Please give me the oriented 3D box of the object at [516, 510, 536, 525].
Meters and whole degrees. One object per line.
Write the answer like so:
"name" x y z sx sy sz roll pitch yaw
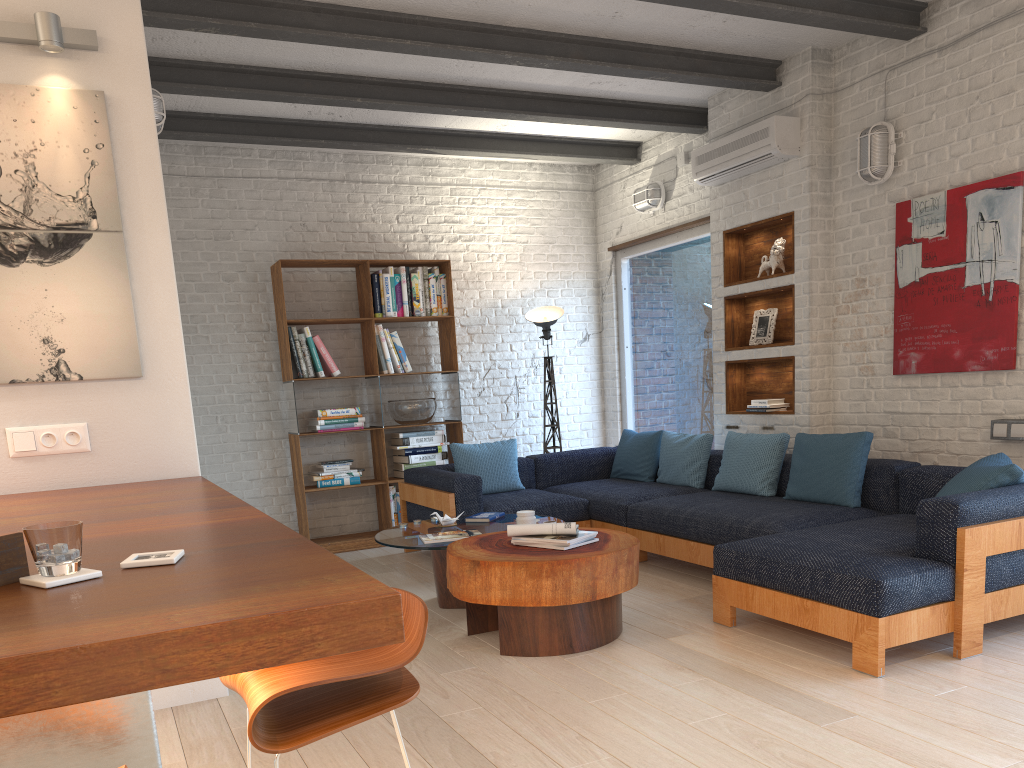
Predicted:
"object" 0.077 0.743 4.715 0.108 0.110 0.106 -4 5 -9

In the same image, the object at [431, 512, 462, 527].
"object" -0.377 0.780 5.106 0.186 0.093 0.191 -4 2 0

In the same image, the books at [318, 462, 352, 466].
"books" -1.393 0.622 6.839 0.241 0.008 0.154 -4 0 -25

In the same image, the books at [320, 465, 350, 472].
"books" -1.392 0.662 6.846 0.204 0.034 0.131 -4 1 -25

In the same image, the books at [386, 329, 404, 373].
"books" -0.967 -0.252 6.902 0.123 0.356 0.268 -8 8 -26

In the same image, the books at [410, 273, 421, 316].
"books" -0.801 -0.687 6.888 0.055 0.337 0.251 -8 8 -26

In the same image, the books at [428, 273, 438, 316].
"books" -0.669 -0.695 6.959 0.055 0.337 0.251 -8 8 -26

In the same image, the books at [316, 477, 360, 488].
"books" -1.370 0.762 6.847 0.325 0.056 0.251 -4 0 -15

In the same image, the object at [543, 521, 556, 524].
"object" 0.185 0.727 4.435 0.145 0.057 0.174 -5 1 -36

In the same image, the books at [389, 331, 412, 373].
"books" -0.917 -0.246 6.911 0.157 0.336 0.251 -8 8 -25

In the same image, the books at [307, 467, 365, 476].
"books" -1.378 0.688 6.830 0.376 0.018 0.242 -4 0 -32

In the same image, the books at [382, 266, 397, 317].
"books" -0.968 -0.704 6.819 0.036 0.392 0.240 -8 9 -26

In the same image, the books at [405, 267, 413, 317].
"books" -0.851 -0.712 6.877 0.036 0.392 0.240 -8 9 -26

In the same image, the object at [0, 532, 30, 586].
"object" -0.912 0.302 1.489 0.115 0.084 0.092 -2 5 20

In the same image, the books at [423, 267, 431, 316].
"books" -0.715 -0.720 6.940 0.036 0.392 0.240 -8 9 -26

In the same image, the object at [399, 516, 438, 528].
"object" -0.561 0.824 5.216 0.068 0.028 0.297 -2 1 43

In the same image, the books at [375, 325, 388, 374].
"books" -1.071 -0.263 6.857 0.100 0.392 0.240 -8 9 -26

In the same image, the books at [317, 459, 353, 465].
"books" -1.386 0.608 6.826 0.250 0.017 0.161 -4 0 -25

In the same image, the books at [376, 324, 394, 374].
"books" -1.027 -0.265 6.851 0.102 0.392 0.240 -8 9 -26

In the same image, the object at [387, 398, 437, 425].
"object" -0.803 0.225 7.056 0.404 0.206 0.393 -3 2 16

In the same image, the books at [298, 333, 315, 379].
"books" -1.591 -0.207 6.635 0.101 0.341 0.251 -8 8 -26

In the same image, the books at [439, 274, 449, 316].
"books" -0.592 -0.700 7.019 0.055 0.337 0.251 -8 8 -26

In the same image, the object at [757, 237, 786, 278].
"object" 1.720 -0.830 5.754 0.112 0.248 0.212 -6 6 -18

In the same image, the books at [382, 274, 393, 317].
"books" -1.006 -0.674 6.801 0.055 0.337 0.251 -8 8 -26

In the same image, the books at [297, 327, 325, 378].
"books" -1.529 -0.235 6.626 0.120 0.390 0.240 -8 9 -25

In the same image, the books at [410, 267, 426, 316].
"books" -0.754 -0.718 6.937 0.036 0.392 0.240 -8 9 -26

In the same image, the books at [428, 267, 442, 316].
"books" -0.631 -0.725 6.979 0.036 0.392 0.240 -8 9 -26

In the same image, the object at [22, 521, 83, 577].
"object" -0.768 0.280 1.471 0.091 0.086 0.089 -4 5 -10

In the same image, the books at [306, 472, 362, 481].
"books" -1.395 0.716 6.838 0.377 0.037 0.242 -4 0 -25

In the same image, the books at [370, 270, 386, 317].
"books" -1.050 -0.685 6.798 0.020 0.367 0.268 -8 8 -26

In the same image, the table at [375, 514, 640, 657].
"table" -0.094 1.001 4.606 1.070 0.455 1.810 -4 1 -20

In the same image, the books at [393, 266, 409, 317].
"books" -0.880 -0.710 6.853 0.036 0.392 0.240 -8 9 -26

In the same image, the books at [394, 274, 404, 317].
"books" -0.930 -0.679 6.857 0.055 0.337 0.251 -8 8 -26

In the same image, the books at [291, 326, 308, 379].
"books" -1.631 -0.231 6.593 0.090 0.393 0.240 -8 9 -26

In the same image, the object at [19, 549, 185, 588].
"object" -0.776 0.317 1.510 0.393 0.035 0.196 -4 0 -21

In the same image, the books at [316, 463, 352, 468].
"books" -1.401 0.636 6.845 0.234 0.019 0.170 -4 0 -32

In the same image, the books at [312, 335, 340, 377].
"books" -1.454 -0.208 6.691 0.193 0.325 0.251 -7 7 -25

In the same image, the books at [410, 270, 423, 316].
"books" -0.774 -0.703 6.915 0.020 0.367 0.268 -8 8 -26

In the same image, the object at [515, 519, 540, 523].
"object" 0.117 0.767 4.941 0.153 0.058 0.269 -4 1 -33

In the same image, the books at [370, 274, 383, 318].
"books" -1.084 -0.669 6.786 0.055 0.337 0.251 -8 8 -26

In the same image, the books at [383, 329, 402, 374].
"books" -0.982 -0.251 6.885 0.123 0.356 0.268 -8 8 -26

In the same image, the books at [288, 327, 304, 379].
"books" -1.661 -0.228 6.570 0.090 0.393 0.240 -8 9 -26
